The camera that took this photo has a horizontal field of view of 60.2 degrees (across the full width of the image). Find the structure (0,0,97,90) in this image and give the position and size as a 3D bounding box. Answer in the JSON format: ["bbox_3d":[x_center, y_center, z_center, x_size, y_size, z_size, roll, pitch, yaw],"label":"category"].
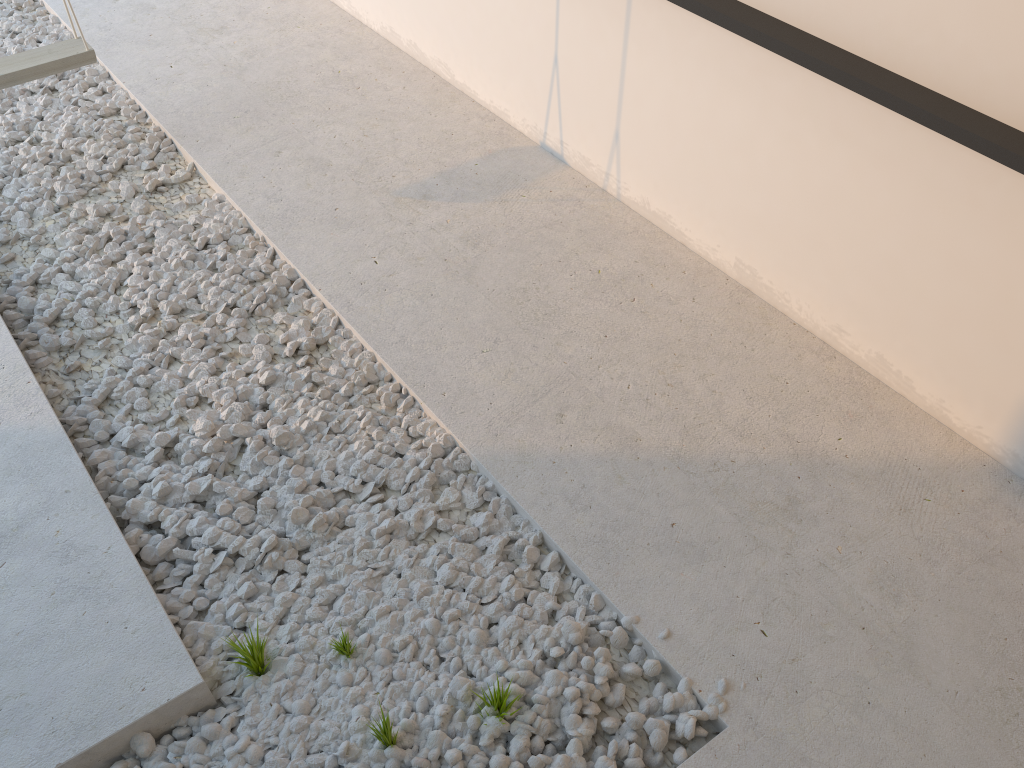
[{"bbox_3d":[-1.639,-1.694,2.263,0.455,1.956,0.125,-27,52,-23],"label":"structure"}]
